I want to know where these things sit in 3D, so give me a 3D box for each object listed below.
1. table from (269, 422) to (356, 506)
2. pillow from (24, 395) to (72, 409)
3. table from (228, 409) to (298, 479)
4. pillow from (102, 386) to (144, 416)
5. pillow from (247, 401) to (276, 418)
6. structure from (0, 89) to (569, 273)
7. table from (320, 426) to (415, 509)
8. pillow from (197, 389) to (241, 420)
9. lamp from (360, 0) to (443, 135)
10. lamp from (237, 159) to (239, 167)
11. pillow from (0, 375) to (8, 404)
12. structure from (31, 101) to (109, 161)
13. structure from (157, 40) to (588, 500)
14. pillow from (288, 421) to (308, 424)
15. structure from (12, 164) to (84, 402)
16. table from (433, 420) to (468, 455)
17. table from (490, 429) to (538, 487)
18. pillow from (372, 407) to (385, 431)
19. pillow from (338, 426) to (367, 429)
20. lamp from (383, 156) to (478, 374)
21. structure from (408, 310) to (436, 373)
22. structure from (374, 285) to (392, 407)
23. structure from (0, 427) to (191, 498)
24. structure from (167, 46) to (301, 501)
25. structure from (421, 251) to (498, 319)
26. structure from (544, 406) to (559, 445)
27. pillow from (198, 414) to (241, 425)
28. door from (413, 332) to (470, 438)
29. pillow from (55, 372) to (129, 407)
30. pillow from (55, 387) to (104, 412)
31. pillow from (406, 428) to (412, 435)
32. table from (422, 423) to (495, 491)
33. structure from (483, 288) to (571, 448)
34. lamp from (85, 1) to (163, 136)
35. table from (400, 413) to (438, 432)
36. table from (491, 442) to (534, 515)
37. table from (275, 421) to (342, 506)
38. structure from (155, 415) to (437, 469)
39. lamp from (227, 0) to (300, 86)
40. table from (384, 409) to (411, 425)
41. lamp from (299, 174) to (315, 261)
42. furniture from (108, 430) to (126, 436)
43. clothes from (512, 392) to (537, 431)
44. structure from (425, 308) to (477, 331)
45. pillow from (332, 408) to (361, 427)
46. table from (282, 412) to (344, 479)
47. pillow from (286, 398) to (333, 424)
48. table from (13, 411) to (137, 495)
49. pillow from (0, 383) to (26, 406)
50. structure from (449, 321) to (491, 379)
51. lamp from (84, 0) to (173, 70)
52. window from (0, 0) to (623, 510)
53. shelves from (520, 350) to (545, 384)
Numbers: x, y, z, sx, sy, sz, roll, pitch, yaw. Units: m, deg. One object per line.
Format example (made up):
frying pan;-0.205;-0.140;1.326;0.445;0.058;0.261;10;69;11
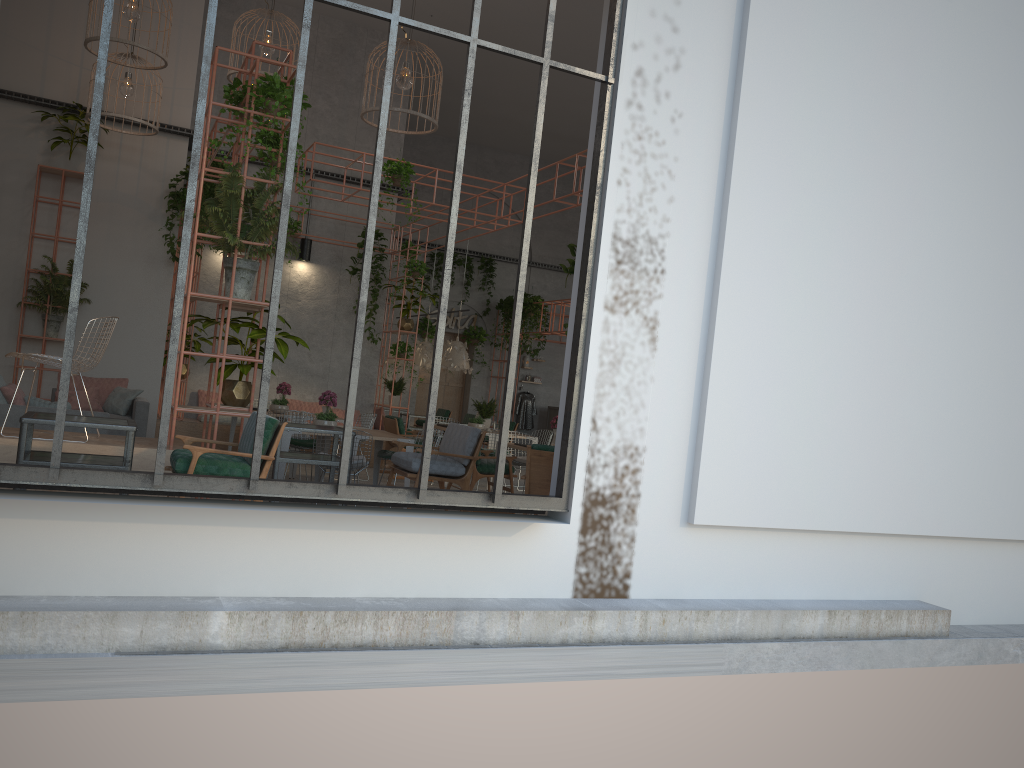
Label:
table;-1.698;0.743;7.261;0.635;0.798;0.602;7;-1;-25
pillow;-4.274;0.292;8.256;0.499;0.324;0.307;6;-1;11
table;-3.398;0.775;12.013;0.694;0.830;1.205;7;-1;-25
pillow;-4.942;0.215;11.172;0.495;0.349;0.308;6;-1;25
pillow;-3.986;0.477;14.338;0.666;0.385;0.289;7;-1;-29
structure;-0.305;-3.149;13.432;15.603;0.110;15.203;7;-1;-25
table;-1.640;0.947;9.817;0.694;0.830;1.214;7;-1;-25
pillow;-4.570;0.361;14.091;0.839;0.474;0.276;7;-1;-34
lamp;-1.099;-4.721;10.184;0.883;3.476;0.883;6;-1;28
lamp;-4.410;-2.856;14.012;0.179;1.425;0.185;7;-1;-25
pillow;-4.775;0.154;8.297;0.276;0.474;0.839;7;-1;-24
structure;-5.966;-3.454;12.091;0.934;0.803;0.903;6;-1;37
structure;-3.405;-1.165;14.161;4.501;4.345;14.096;7;-1;-26
pillow;-3.535;0.664;14.109;0.637;0.149;0.491;7;-1;-24
structure;-6.347;-1.136;12.166;0.624;3.596;0.424;7;-1;-25
table;-1.208;1.100;16.395;0.635;0.798;0.602;7;-1;-25
table;-0.220;1.144;13.479;0.694;0.830;1.214;7;-1;-25
pillow;-2.416;0.620;15.730;0.276;0.474;0.839;7;-1;-34
pillow;-2.616;0.771;14.532;0.637;0.149;0.491;7;-1;-24
lamp;-1.595;-2.280;18.064;0.704;4.052;4.456;7;-1;-25
structure;-2.180;-1.041;20.969;0.921;1.527;0.950;6;-1;9
structure;-3.275;-0.502;20.174;0.630;3.597;0.430;7;-1;-25
structure;-4.932;0.237;8.195;3.396;1.111;9.152;7;-1;-25
structure;-2.087;-0.717;6.791;0.748;3.623;0.722;7;-1;-25
structure;-1.305;-2.401;21.136;1.939;1.514;0.856;7;-1;-30
structure;2.865;0.973;20.522;2.579;2.022;4.057;7;-1;-25
pillow;-4.482;0.554;13.673;0.637;0.149;0.491;7;-1;-24
door;-1.906;0.083;21.870;1.360;2.729;0.551;7;-1;-25
pillow;-5.371;0.123;11.328;0.836;0.476;0.273;7;-1;-24
pillow;-5.375;0.184;11.035;0.479;0.317;0.441;7;-1;-43
pillow;-2.099;0.844;16.002;0.491;0.149;0.637;7;-1;-24
table;-0.847;1.072;13.186;0.694;0.830;1.205;7;-1;-25
structure;4.013;0.240;15.844;4.157;4.247;14.689;7;-1;-25
lamp;-4.943;-5.132;11.706;0.883;3.476;0.883;6;-1;28
table;-1.934;1.036;17.991;0.635;0.798;0.602;7;-1;-25
table;0.320;1.187;10.661;0.694;0.830;1.205;7;-1;-25
table;-2.265;0.874;9.525;0.694;0.830;1.205;7;-1;-25
structure;-4.457;0.887;16.546;4.386;0.500;5.831;7;-1;-25
lamp;-3.000;-5.560;11.378;0.883;3.476;0.883;6;-1;28
table;-2.661;0.972;19.587;0.635;0.798;0.602;7;-1;-25
lamp;-3.318;-2.729;14.514;0.179;1.425;0.185;7;-1;-25
furniture;-4.700;0.609;9.738;0.941;0.446;0.975;7;-1;-25
clothes;0.341;0.691;22.009;0.625;0.997;0.366;7;-1;-44
structure;-1.447;-1.572;21.222;1.312;0.505;0.063;7;-1;-25
pillow;-2.828;0.611;14.870;0.666;0.385;0.289;7;-1;-29
table;-2.770;0.848;12.306;0.694;0.830;1.214;7;-1;-25
pillow;-3.395;0.497;14.584;0.839;0.474;0.276;6;-1;-4
table;-2.713;0.611;5.497;0.635;0.798;0.602;7;-1;-25
pillow;-4.637;0.202;8.347;0.289;0.385;0.666;7;-1;-24
structure;-1.006;-0.884;21.556;0.950;1.527;0.921;7;-1;-26
lamp;-4.222;-5.489;10.173;0.883;3.476;0.883;6;-1;28
window;-1.211;-2.213;4.419;4.126;5.544;0.089;7;-1;-25
shelves;0.520;-0.411;22.045;0.560;0.790;0.186;7;-1;-24
